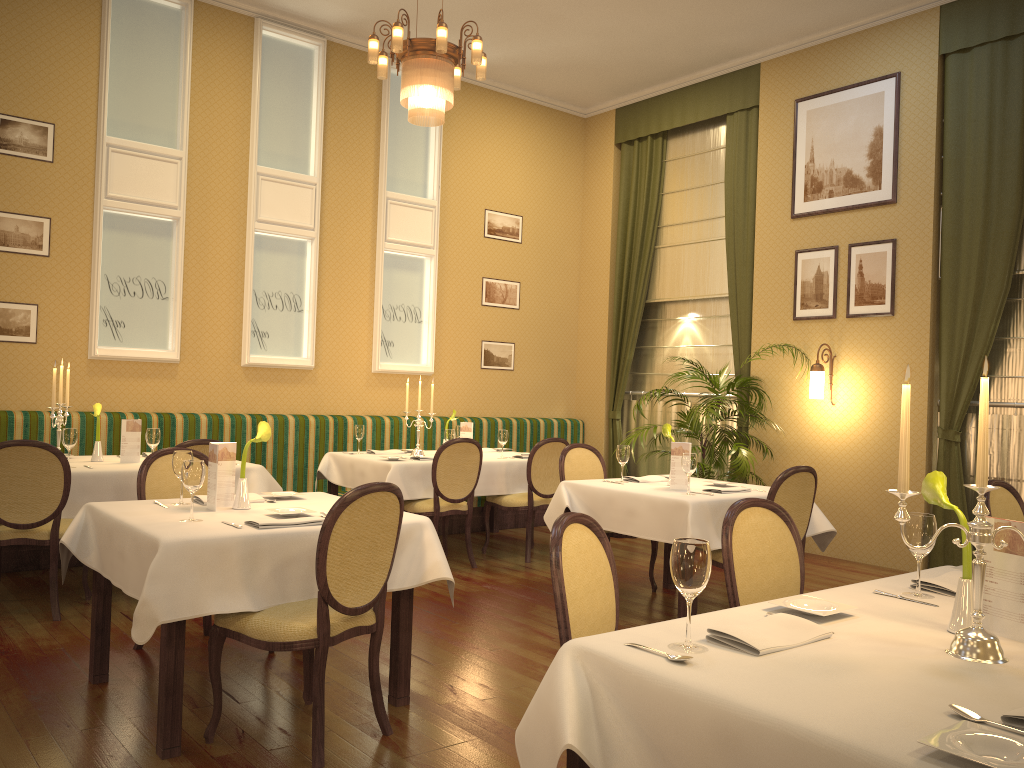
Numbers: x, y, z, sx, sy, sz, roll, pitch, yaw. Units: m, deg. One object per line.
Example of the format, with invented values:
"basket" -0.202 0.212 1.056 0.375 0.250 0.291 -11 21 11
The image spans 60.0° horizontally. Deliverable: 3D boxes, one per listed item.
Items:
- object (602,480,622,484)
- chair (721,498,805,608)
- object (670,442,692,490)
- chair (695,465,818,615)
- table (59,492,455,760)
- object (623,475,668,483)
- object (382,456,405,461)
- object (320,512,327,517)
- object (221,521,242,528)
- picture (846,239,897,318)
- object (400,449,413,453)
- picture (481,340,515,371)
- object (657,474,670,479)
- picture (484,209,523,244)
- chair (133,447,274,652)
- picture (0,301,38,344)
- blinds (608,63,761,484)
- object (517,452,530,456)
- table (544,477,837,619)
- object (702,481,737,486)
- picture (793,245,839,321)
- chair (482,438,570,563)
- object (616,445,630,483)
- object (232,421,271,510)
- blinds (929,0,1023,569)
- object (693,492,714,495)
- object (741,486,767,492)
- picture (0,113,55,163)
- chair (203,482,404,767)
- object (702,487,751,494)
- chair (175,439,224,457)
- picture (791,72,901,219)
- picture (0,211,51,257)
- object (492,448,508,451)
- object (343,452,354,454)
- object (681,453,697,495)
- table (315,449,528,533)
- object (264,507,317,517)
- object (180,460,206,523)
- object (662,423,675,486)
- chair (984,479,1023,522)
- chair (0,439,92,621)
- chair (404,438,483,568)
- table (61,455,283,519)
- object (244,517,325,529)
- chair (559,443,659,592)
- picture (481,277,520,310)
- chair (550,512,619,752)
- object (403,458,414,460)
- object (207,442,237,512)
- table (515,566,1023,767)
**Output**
"object" 0.622 0.601 5.439 0.017 0.010 0.185 2 -1 -37
"chair" 0.981 0.873 2.839 0.530 0.955 0.571 3 -1 -39
"object" 0.964 0.480 5.219 0.081 0.277 0.166 2 -1 -32
"chair" 1.353 0.907 4.918 0.530 0.955 0.571 3 -1 -39
"table" -1.056 0.904 3.679 1.395 0.759 1.389 2 -1 -37
"object" 0.850 0.602 5.617 0.273 0.033 0.142 3 -1 -39
"object" -0.875 0.553 6.540 0.160 0.024 0.160 3 -1 -39
"object" -0.721 0.532 3.545 0.038 0.015 0.181 2 -1 -37
"object" -1.046 0.520 3.300 0.017 0.010 0.185 3 -1 -39
"picture" 2.932 -0.857 7.251 0.022 0.619 0.412 3 -1 -39
"object" -0.842 0.563 7.439 0.160 0.024 0.160 3 -1 -39
"picture" -0.146 -0.296 9.275 0.437 0.294 0.008 3 -1 -39
"object" 1.041 0.614 5.809 0.160 0.024 0.160 3 -1 -39
"picture" -0.087 -1.651 9.297 0.504 0.294 0.008 3 -1 -39
"chair" -1.483 0.799 4.240 0.571 0.955 0.530 2 -1 41
"picture" -3.640 -0.449 6.475 0.313 0.294 0.008 3 -1 -39
"blinds" 1.682 -0.835 8.916 0.225 4.537 1.934 3 -1 -40
"object" 0.114 0.598 7.502 0.160 0.024 0.160 3 -1 -39
"table" 1.048 0.996 5.366 1.395 0.759 1.389 2 -1 -37
"object" 1.286 0.619 5.481 0.160 0.024 0.160 3 -1 -39
"picture" 2.614 -0.865 7.648 0.022 0.619 0.412 3 -1 -39
"chair" 0.138 0.885 7.017 0.530 0.955 0.571 3 -1 -39
"object" 0.686 0.495 5.499 0.088 0.229 0.088 2 -1 9
"object" -1.094 0.340 3.719 0.163 0.375 0.076 2 -1 28
"blinds" 3.866 -0.784 6.171 0.129 4.537 1.878 3 -1 -39
"object" 1.058 0.612 4.987 0.017 0.010 0.185 3 -1 -39
"object" 1.438 0.627 5.275 0.038 0.015 0.181 2 -1 -37
"picture" -3.577 -1.804 6.500 0.401 0.294 0.008 3 -1 -39
"chair" -0.727 0.816 3.249 0.571 0.955 0.530 2 -1 31
"object" 1.250 0.616 5.158 0.273 0.024 0.142 3 -1 -39
"chair" -1.986 0.792 5.355 0.530 0.955 0.571 3 -1 -39
"picture" 2.792 -1.985 7.482 0.027 1.057 0.966 3 -1 -39
"picture" -3.602 -1.100 6.493 0.401 0.294 0.008 3 -1 -39
"object" -0.099 0.595 8.010 0.160 0.024 0.160 3 -1 -39
"object" -1.298 0.547 7.038 0.038 0.015 0.181 2 -1 -37
"object" 0.982 0.499 4.921 0.088 0.229 0.088 2 -1 9
"table" -0.460 0.962 7.254 2.152 0.759 1.385 3 -1 -39
"object" -0.893 0.522 3.580 0.160 0.024 0.160 3 -1 -39
"object" -1.212 0.405 3.366 0.088 0.229 0.088 2 -1 3
"object" 0.976 0.431 5.440 0.076 0.375 0.163 2 -1 -17
"chair" 2.463 0.938 4.027 0.530 0.955 0.571 3 -1 -39
"chair" -2.618 0.765 4.842 0.530 0.955 0.571 2 -1 -14
"chair" -0.539 0.856 6.517 0.530 0.955 0.571 3 -1 -39
"table" -2.565 0.869 5.567 2.152 0.759 1.385 3 -1 -39
"object" -0.857 0.523 3.367 0.273 0.024 0.142 3 -1 -39
"chair" 0.616 0.891 5.919 0.530 0.955 0.571 3 -1 -39
"picture" -0.112 -0.947 9.290 0.504 0.294 0.008 3 -1 -39
"chair" 0.389 0.847 2.377 0.571 0.955 0.530 2 -1 26
"object" -0.784 0.561 6.675 0.038 0.015 0.181 2 -1 -37
"object" -1.235 0.386 3.717 0.081 0.277 0.166 2 -1 8
"table" 1.139 0.966 2.048 2.152 0.759 1.385 3 -1 -39
